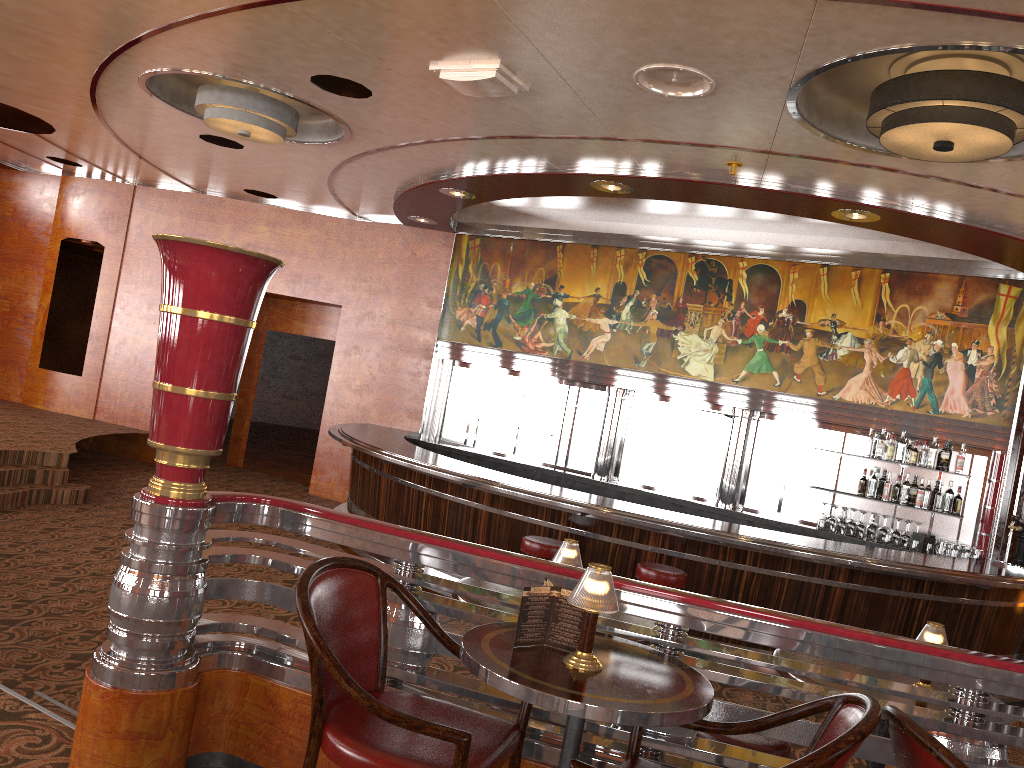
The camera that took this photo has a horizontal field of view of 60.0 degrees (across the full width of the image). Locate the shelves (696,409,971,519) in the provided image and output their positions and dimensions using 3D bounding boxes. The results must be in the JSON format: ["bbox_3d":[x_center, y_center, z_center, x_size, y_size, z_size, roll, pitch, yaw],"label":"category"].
[{"bbox_3d":[3.045,0.745,8.704,2.591,0.568,0.339,10,0,29],"label":"shelves"}]

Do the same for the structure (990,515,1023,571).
[{"bbox_3d":[4.296,1.328,7.450,0.281,0.540,0.360,10,0,-41],"label":"structure"}]

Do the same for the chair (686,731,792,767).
[{"bbox_3d":[0.726,1.558,3.073,0.350,0.755,0.350,10,0,-20],"label":"chair"}]

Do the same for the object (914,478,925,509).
[{"bbox_3d":[3.762,1.006,8.166,0.067,0.283,0.067,10,0,4],"label":"object"}]

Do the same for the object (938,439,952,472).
[{"bbox_3d":[3.966,0.652,8.098,0.090,0.293,0.090,10,0,-27],"label":"object"}]

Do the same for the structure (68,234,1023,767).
[{"bbox_3d":[1.025,0.161,2.653,4.353,3.605,0.549,10,0,4],"label":"structure"}]

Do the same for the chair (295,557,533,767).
[{"bbox_3d":[-0.309,0.928,2.348,0.615,0.817,0.588,10,0,19],"label":"chair"}]

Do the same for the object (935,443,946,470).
[{"bbox_3d":[4.012,0.680,8.260,0.090,0.256,0.090,10,0,36],"label":"object"}]

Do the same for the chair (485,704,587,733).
[{"bbox_3d":[0.024,1.431,2.972,0.350,0.755,0.350,10,0,-20],"label":"chair"}]

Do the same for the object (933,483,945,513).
[{"bbox_3d":[3.920,1.039,8.124,0.080,0.272,0.080,10,0,32],"label":"object"}]

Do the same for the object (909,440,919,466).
[{"bbox_3d":[3.745,0.641,8.248,0.070,0.238,0.070,10,0,4],"label":"object"}]

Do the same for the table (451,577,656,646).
[{"bbox_3d":[0.097,1.345,3.549,0.848,0.960,0.850,10,0,32],"label":"table"}]

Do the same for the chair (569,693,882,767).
[{"bbox_3d":[0.470,1.067,2.085,0.614,0.817,0.588,10,0,24],"label":"chair"}]

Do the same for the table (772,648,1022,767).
[{"bbox_3d":[1.306,1.561,3.254,0.849,0.960,0.850,10,0,9],"label":"table"}]

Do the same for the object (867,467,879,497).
[{"bbox_3d":[3.467,0.944,8.502,0.078,0.305,0.207,10,0,25],"label":"object"}]

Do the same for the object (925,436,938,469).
[{"bbox_3d":[3.874,0.630,8.168,0.078,0.305,0.078,10,0,10],"label":"object"}]

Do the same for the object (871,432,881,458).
[{"bbox_3d":[3.511,0.592,8.500,0.090,0.256,0.090,10,0,-39],"label":"object"}]

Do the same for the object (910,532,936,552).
[{"bbox_3d":[3.742,1.451,8.132,0.195,0.156,0.169,10,0,-36],"label":"object"}]

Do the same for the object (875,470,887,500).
[{"bbox_3d":[3.545,0.964,8.475,0.090,0.293,0.090,10,0,8],"label":"object"}]

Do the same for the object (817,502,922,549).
[{"bbox_3d":[3.360,1.340,8.397,0.950,0.245,0.397,10,0,33],"label":"object"}]

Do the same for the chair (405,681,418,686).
[{"bbox_3d":[-0.545,1.332,3.448,0.350,0.755,0.350,10,0,-12],"label":"chair"}]

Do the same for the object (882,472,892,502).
[{"bbox_3d":[3.541,0.967,8.354,0.067,0.283,0.067,10,0,-5],"label":"object"}]

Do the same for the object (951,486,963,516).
[{"bbox_3d":[4.107,1.073,8.169,0.080,0.272,0.080,10,0,27],"label":"object"}]

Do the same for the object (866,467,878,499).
[{"bbox_3d":[3.428,0.936,8.421,0.078,0.305,0.078,10,0,22],"label":"object"}]

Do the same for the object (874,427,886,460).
[{"bbox_3d":[3.495,0.563,8.390,0.078,0.305,0.078,10,0,20],"label":"object"}]

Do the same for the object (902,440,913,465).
[{"bbox_3d":[3.701,0.635,8.344,0.212,0.235,0.068,10,0,-41],"label":"object"}]

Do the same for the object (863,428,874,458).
[{"bbox_3d":[3.402,0.558,8.442,0.067,0.283,0.067,10,0,-15],"label":"object"}]

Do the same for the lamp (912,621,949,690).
[{"bbox_3d":[1.492,0.979,3.168,0.130,0.250,0.131,10,0,41],"label":"lamp"}]

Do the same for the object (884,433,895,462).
[{"bbox_3d":[3.565,0.592,8.349,0.080,0.272,0.080,10,0,22],"label":"object"}]

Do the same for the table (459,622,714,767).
[{"bbox_3d":[0.124,1.055,2.242,0.640,0.720,0.639,10,0,-18],"label":"table"}]

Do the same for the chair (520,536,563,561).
[{"bbox_3d":[0.178,1.485,6.299,0.350,0.755,0.350,10,0,3],"label":"chair"}]

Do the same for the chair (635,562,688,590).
[{"bbox_3d":[0.959,1.624,6.041,0.350,0.755,0.350,10,0,-20],"label":"chair"}]

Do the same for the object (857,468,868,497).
[{"bbox_3d":[3.375,0.944,8.520,0.080,0.272,0.080,10,0,32],"label":"object"}]

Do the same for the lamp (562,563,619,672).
[{"bbox_3d":[0.197,0.575,2.205,0.130,0.250,0.131,10,0,41],"label":"lamp"}]

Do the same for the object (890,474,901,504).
[{"bbox_3d":[3.644,0.991,8.390,0.080,0.272,0.080,10,0,32],"label":"object"}]

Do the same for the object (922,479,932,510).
[{"bbox_3d":[3.841,1.020,8.200,0.067,0.283,0.067,10,0,-10],"label":"object"}]

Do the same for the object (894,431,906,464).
[{"bbox_3d":[3.634,0.587,8.286,0.078,0.305,0.078,10,0,17],"label":"object"}]

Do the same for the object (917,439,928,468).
[{"bbox_3d":[3.855,0.644,8.297,0.080,0.272,0.080,10,0,-3],"label":"object"}]

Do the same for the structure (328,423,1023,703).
[{"bbox_3d":[0.702,1.445,8.036,7.802,1.047,3.210,10,0,29],"label":"structure"}]

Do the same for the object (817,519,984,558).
[{"bbox_3d":[3.627,1.443,8.296,1.423,0.135,0.404,10,0,35],"label":"object"}]

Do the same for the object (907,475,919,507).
[{"bbox_3d":[3.761,1.001,8.306,0.090,0.293,0.090,10,0,23],"label":"object"}]

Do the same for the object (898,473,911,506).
[{"bbox_3d":[3.665,0.978,8.253,0.078,0.305,0.078,10,0,-23],"label":"object"}]

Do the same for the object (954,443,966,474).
[{"bbox_3d":[4.080,0.678,8.055,0.067,0.283,0.067,10,0,41],"label":"object"}]

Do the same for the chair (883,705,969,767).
[{"bbox_3d":[1.072,1.174,1.911,0.615,0.817,0.588,10,0,-1],"label":"chair"}]

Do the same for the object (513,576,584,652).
[{"bbox_3d":[0.094,0.605,2.345,0.195,0.156,0.169,10,0,-11],"label":"object"}]

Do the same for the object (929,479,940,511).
[{"bbox_3d":[3.952,1.036,8.277,0.090,0.293,0.090,10,0,-27],"label":"object"}]

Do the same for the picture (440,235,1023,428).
[{"bbox_3d":[1.900,-0.727,9.432,6.248,1.322,0.001,10,0,29],"label":"picture"}]

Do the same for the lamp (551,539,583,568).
[{"bbox_3d":[0.217,0.752,3.569,0.131,0.250,0.130,10,0,-40],"label":"lamp"}]

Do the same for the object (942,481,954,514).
[{"bbox_3d":[4.006,1.038,8.129,0.078,0.305,0.078,11,0,42],"label":"object"}]
